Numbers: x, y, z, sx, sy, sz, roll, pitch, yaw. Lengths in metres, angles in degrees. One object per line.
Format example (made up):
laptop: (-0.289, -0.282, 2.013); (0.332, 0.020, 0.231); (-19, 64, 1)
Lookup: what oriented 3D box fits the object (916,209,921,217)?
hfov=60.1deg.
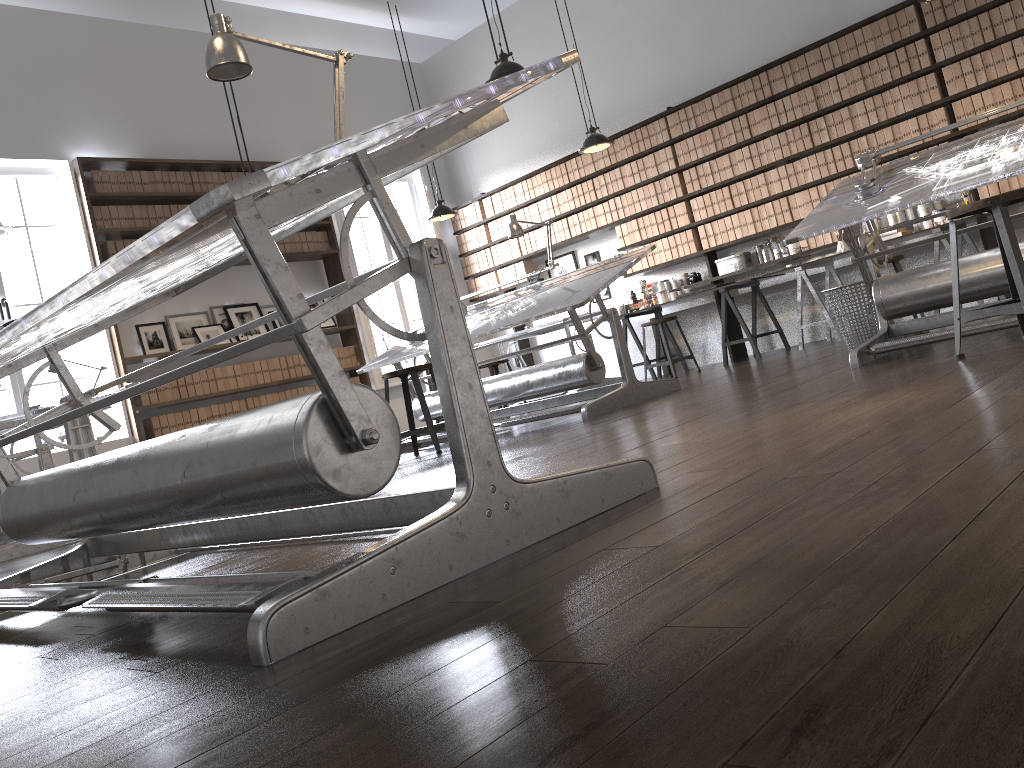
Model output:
object: (3.260, -1.360, 7.053); (0.053, 0.081, 0.054); (-15, -2, 33)

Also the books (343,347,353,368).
books: (-1.748, -0.259, 9.171); (0.173, 0.226, 0.067); (-15, -3, 43)

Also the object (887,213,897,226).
object: (3.064, -1.334, 7.142); (0.061, 0.119, 0.062); (-14, -2, 11)

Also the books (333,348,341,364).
books: (-1.837, -0.237, 9.064); (0.173, 0.226, 0.067); (-15, -3, 43)

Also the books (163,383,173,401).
books: (-3.046, 0.060, 7.728); (0.173, 0.226, 0.067); (-15, -3, 43)

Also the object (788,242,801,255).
object: (2.476, -1.194, 7.774); (0.094, 0.128, 0.094); (-12, -2, -40)

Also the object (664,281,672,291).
object: (1.524, -0.952, 8.657); (0.062, 0.093, 0.063); (-15, -2, 29)

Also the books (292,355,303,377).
books: (-2.158, -0.158, 8.716); (0.173, 0.226, 0.067); (-15, -3, 43)

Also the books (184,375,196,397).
books: (-2.906, 0.025, 7.888); (0.173, 0.226, 0.067); (-15, -3, 43)

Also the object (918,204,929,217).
object: (3.236, -1.365, 6.969); (0.062, 0.096, 0.061); (-13, -2, -15)

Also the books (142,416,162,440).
books: (-3.078, 0.400, 7.587); (0.173, 0.226, 0.067); (-15, -3, 43)

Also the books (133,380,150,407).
books: (-3.184, 0.094, 7.574); (0.173, 0.226, 0.067); (-15, -3, 43)

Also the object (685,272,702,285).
object: (1.728, -1.010, 8.475); (0.169, 0.109, 0.091); (-14, -2, 43)

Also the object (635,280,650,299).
object: (1.303, -0.941, 8.837); (0.108, 0.177, 0.106); (-12, -3, -45)

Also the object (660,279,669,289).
object: (1.527, -0.966, 8.784); (0.094, 0.128, 0.094); (-13, -2, -17)

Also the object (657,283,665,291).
object: (1.466, -0.938, 8.693); (0.061, 0.094, 0.062); (-15, -2, 29)

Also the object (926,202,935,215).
object: (3.300, -1.380, 6.981); (0.063, 0.095, 0.063); (-13, -2, -15)

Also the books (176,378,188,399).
books: (-2.951, 0.037, 7.829); (0.173, 0.226, 0.067); (-15, -3, 43)

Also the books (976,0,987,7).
books: (3.488, -2.902, 6.574); (0.066, 0.226, 0.175); (-16, -3, 43)

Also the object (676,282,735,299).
object: (1.716, -0.828, 7.859); (0.442, 0.033, 0.314); (-14, 0, 43)

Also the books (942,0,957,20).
books: (3.338, -2.865, 6.718); (0.066, 0.226, 0.175); (-16, -3, 43)

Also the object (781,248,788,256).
object: (2.455, -1.172, 7.850); (0.182, 0.093, 0.061); (-13, -2, -33)

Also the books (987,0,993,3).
books: (3.532, -2.912, 6.524); (0.066, 0.226, 0.175); (-16, -3, 43)

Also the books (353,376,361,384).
books: (-1.638, 0.046, 9.185); (0.173, 0.226, 0.067); (-15, -3, 43)

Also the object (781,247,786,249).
object: (2.435, -1.171, 7.892); (0.062, 0.093, 0.063); (-14, -2, 5)

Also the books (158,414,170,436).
books: (-3.030, 0.388, 7.640); (0.173, 0.226, 0.067); (-15, -3, 43)

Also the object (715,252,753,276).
object: (2.059, -1.111, 8.208); (0.315, 0.153, 0.194); (-14, -1, 42)

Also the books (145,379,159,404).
books: (-3.133, 0.081, 7.625); (0.173, 0.226, 0.067); (-15, -3, 43)

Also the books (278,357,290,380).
books: (-2.257, -0.134, 8.607); (0.173, 0.226, 0.067); (-15, -3, 43)

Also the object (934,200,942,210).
object: (3.366, -1.397, 7.002); (0.062, 0.096, 0.061); (-13, -2, -15)

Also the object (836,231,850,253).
object: (2.730, -1.163, 7.338); (0.101, 0.209, 0.101); (-14, -2, -2)

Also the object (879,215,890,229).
object: (3.062, -1.350, 7.265); (0.094, 0.162, 0.094); (-15, -3, 39)

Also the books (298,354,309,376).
books: (-2.107, -0.171, 8.766); (0.173, 0.226, 0.067); (-15, -3, 43)

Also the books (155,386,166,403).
books: (-3.085, 0.070, 7.678); (0.173, 0.226, 0.067); (-15, -3, 43)

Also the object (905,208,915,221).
object: (3.194, -1.366, 7.113); (0.061, 0.119, 0.062); (-14, -2, 11)

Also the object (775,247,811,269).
object: (2.391, -1.056, 7.496); (0.202, 0.161, 0.285); (-15, -1, 43)

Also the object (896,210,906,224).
object: (3.161, -1.374, 7.186); (0.093, 0.162, 0.206); (-16, -2, 44)

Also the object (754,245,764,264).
object: (2.281, -1.177, 8.115); (0.078, 0.189, 0.079); (-15, -3, 22)

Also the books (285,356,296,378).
books: (-2.204, -0.147, 8.657); (0.173, 0.226, 0.067); (-15, -3, 43)

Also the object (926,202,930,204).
object: (3.321, -1.399, 7.106); (0.093, 0.130, 0.095); (-15, -2, 30)

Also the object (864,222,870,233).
object: (2.950, -1.306, 7.307); (0.063, 0.118, 0.062); (-13, -2, -6)

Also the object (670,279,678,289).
object: (1.584, -0.967, 8.631); (0.061, 0.094, 0.062); (-15, -2, 29)

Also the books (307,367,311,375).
books: (-2.063, -0.182, 8.821); (0.173, 0.226, 0.067); (-15, -3, 43)

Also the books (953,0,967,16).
books: (3.385, -2.877, 6.667); (0.066, 0.226, 0.175); (-16, -3, 43)

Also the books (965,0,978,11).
books: (3.438, -2.889, 6.622); (0.066, 0.226, 0.175); (-16, -3, 43)

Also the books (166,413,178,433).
books: (-2.984, 0.377, 7.696); (0.173, 0.226, 0.067); (-15, -3, 43)

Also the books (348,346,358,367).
books: (-1.700, -0.271, 9.214); (0.173, 0.226, 0.067); (-15, -3, 43)

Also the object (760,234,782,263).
object: (2.318, -1.235, 7.965); (0.180, 0.272, 0.157); (-15, -2, 27)

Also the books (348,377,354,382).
books: (-1.688, 0.059, 9.136); (0.173, 0.226, 0.067); (-15, -3, 43)

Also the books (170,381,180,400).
books: (-3.005, 0.050, 7.778); (0.173, 0.226, 0.067); (-15, -3, 43)

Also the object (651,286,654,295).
object: (1.434, -0.954, 8.901); (0.072, 0.129, 0.071); (-14, -2, 0)

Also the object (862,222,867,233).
object: (2.949, -1.307, 7.373); (0.062, 0.119, 0.061); (-13, -2, -6)

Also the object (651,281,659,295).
object: (1.430, -0.953, 8.821); (0.070, 0.131, 0.070); (-13, -2, -9)

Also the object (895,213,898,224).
object: (3.123, -1.335, 7.208); (0.054, 0.101, 0.053); (-12, -2, -30)

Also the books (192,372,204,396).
books: (-2.855, 0.013, 7.937); (0.173, 0.226, 0.067); (-15, -3, 43)

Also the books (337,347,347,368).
books: (-1.793, -0.248, 9.118); (0.173, 0.226, 0.067); (-15, -3, 43)

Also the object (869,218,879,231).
object: (2.960, -1.309, 7.237); (0.062, 0.119, 0.062); (-14, -2, 3)

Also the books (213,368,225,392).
books: (-2.715, -0.021, 8.090); (0.173, 0.226, 0.067); (-15, -3, 43)

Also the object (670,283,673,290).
object: (1.586, -0.956, 8.717); (0.054, 0.080, 0.054); (-13, -2, -20)
